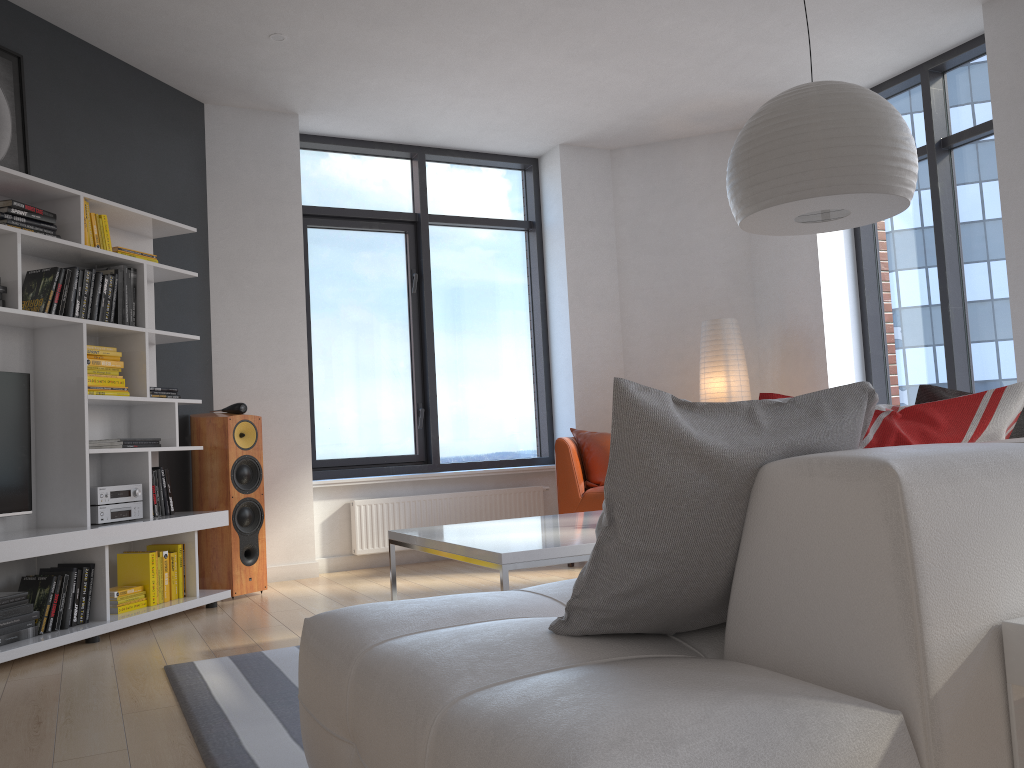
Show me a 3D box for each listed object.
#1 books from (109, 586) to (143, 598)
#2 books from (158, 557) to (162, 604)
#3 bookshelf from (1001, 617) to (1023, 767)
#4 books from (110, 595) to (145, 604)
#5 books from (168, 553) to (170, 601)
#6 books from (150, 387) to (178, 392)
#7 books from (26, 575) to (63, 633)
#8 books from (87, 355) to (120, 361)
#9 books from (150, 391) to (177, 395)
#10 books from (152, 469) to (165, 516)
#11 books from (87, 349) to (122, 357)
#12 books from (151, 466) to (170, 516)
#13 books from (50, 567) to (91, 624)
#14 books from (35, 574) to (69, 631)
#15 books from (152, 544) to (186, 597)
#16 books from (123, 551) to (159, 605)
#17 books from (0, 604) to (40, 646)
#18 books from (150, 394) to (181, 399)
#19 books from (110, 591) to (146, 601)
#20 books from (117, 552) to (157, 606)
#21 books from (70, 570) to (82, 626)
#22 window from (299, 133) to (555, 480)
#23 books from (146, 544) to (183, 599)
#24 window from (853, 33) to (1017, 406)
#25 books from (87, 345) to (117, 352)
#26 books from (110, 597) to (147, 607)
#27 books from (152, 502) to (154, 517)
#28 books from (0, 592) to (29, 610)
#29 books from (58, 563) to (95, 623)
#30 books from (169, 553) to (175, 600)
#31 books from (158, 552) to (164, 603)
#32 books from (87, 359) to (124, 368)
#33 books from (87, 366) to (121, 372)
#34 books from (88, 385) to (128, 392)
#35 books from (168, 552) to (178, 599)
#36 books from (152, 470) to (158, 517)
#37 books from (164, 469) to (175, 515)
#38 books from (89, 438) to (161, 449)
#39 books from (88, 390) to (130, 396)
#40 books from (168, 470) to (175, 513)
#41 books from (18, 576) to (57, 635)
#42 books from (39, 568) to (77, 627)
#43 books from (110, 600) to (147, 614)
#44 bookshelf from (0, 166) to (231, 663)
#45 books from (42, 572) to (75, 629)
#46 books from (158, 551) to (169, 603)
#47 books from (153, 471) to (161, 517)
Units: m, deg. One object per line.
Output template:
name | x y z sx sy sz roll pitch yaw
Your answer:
books | -1.886 0.994 4.245 0.138 0.026 0.186 -4 -4 19
books | -1.810 0.976 4.400 0.156 0.229 0.024 -4 -4 19
bookshelf | 1.901 0.521 1.557 2.600 0.500 0.356 -1 -4 -26
books | -1.859 1.027 4.231 0.113 0.018 0.169 -5 -4 20
books | -1.802 0.974 4.480 0.169 0.239 0.023 -4 -4 19
books | -1.892 0.035 4.654 0.161 0.023 0.213 -5 -4 22
books | -2.037 0.946 3.815 0.187 0.234 0.096 -4 -4 19
books | -2.066 -0.121 4.335 0.160 0.022 0.227 -6 -5 34
books | -1.877 0.053 4.645 0.142 0.015 0.198 -4 -4 17
books | -1.871 0.562 4.563 0.169 0.242 0.050 -4 -4 18
books | -2.061 -0.144 4.343 0.163 0.023 0.223 -5 -4 23
books | -1.873 0.559 4.594 0.193 0.255 0.066 -4 -4 18
books | -1.986 0.944 3.959 0.191 0.249 0.084 -4 -4 19
books | -2.014 0.945 3.840 0.169 0.233 0.081 -4 -4 18
books | -1.782 0.965 4.586 0.213 0.270 0.025 -4 -4 19
books | -1.837 0.959 4.391 0.199 0.263 0.015 -4 -4 19
books | -2.144 0.981 3.573 0.277 0.137 0.343 -4 -4 14
books | -1.874 0.071 4.644 0.161 0.023 0.213 -5 -4 22
books | -1.872 1.013 4.242 0.134 0.014 0.187 -4 -4 19
books | -1.845 0.960 4.361 0.198 0.255 0.044 -4 -4 19
books | -1.993 0.947 3.922 0.179 0.243 0.068 -4 -4 18
window | -0.643 -0.554 6.538 1.960 2.402 0.170 -1 -4 -26
books | -1.783 0.963 4.557 0.204 0.270 0.029 -4 -4 19
window | 2.703 -0.808 5.479 0.170 2.402 1.310 -1 -4 -26
books | -2.087 -0.167 4.343 0.163 0.023 0.223 -5 -4 23
books | -1.875 1.042 4.241 0.148 0.011 0.196 -4 -4 19
books | -1.915 0.547 4.496 0.202 0.268 0.053 -4 -4 19
books | -2.172 0.890 3.581 0.250 0.047 0.310 -4 -4 14
books | -1.976 0.941 3.992 0.197 0.260 0.066 -4 -4 19
books | -1.791 0.977 4.501 0.172 0.234 0.024 -4 -4 19
books | -1.821 0.965 4.427 0.180 0.251 0.019 -4 -4 19
books | -2.060 -0.093 4.338 0.176 0.033 0.239 -5 -4 22
books | -2.064 -0.068 4.328 0.171 0.019 0.239 -4 -4 19
books | -2.044 0.029 4.314 0.203 0.024 0.257 -5 -4 22
books | -1.786 0.979 4.527 0.172 0.234 0.024 -4 -4 19
books | -1.900 0.563 4.524 0.189 0.240 0.053 -4 -4 19
books | -1.855 0.565 4.620 0.177 0.242 0.066 -4 -4 19
books | -1.967 0.304 4.461 0.250 0.047 0.310 -4 -4 14
books | -2.034 0.055 4.313 0.194 0.028 0.257 -5 -4 24
books | -1.874 0.573 4.661 0.179 0.233 0.077 -4 -4 19
books | -2.044 0.943 3.782 0.182 0.234 0.104 -4 -4 19
books | -2.008 0.939 3.899 0.192 0.254 0.075 -4 -4 18
books | -1.870 1.065 4.238 0.147 0.033 0.190 -4 -4 19
bookshelf | -2.253 0.097 3.440 0.455 2.052 3.000 -4 -4 19
books | -1.991 0.943 3.869 0.172 0.242 0.069 -5 -4 20
books | -1.810 0.967 4.452 0.185 0.250 0.035 -4 -4 19
books | -1.885 0.565 4.544 0.170 0.236 0.049 -4 -4 19
